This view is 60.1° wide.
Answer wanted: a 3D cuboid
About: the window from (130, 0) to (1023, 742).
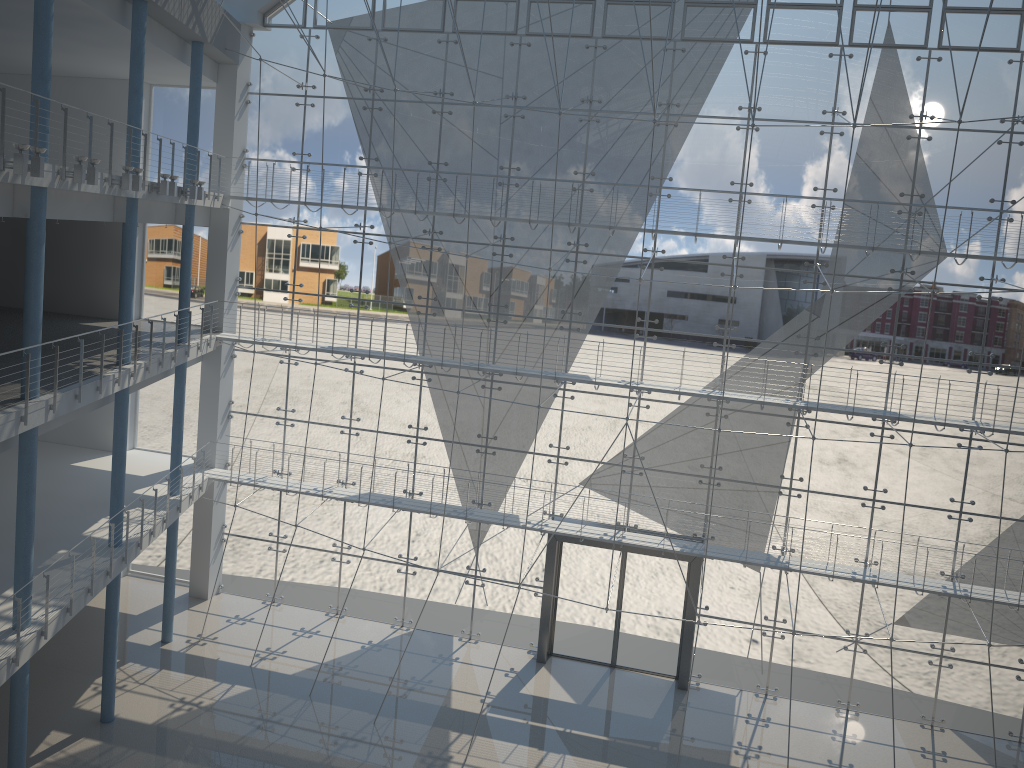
[{"bbox_3d":[0.427,-0.362,3.053,3.854,2.755,0.010,7,5,13],"label":"window"}]
